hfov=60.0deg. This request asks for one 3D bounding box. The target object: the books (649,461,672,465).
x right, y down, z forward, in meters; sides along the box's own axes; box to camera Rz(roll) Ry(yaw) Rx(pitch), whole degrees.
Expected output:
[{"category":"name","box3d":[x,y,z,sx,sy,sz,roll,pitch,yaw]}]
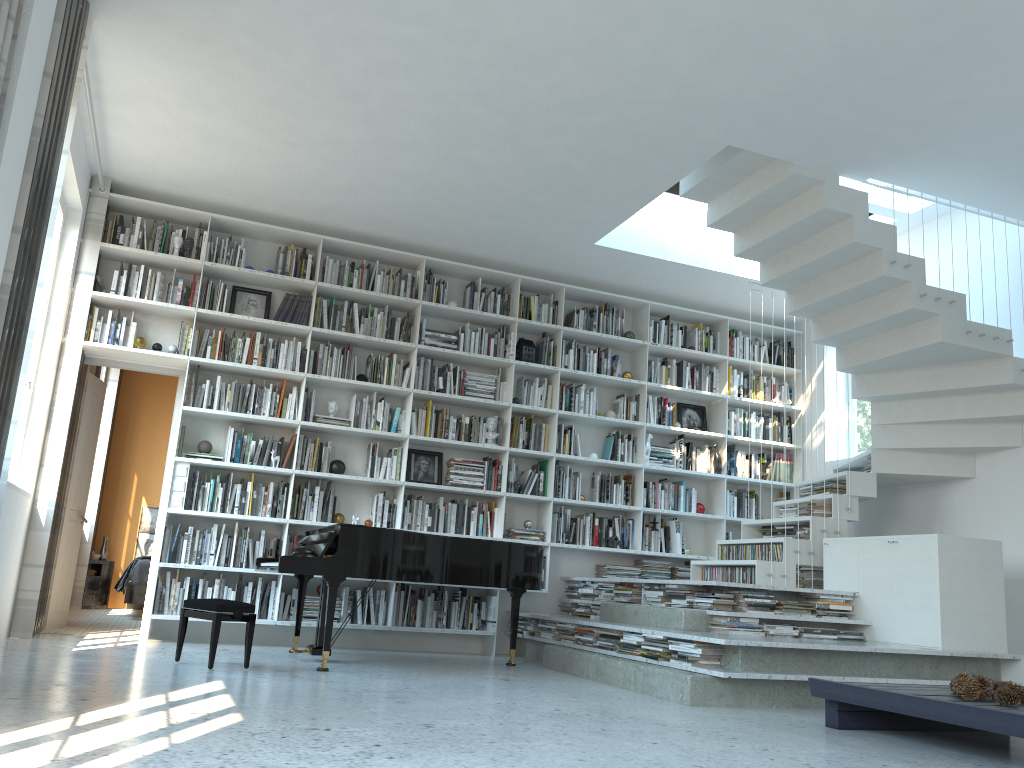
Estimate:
[{"category":"books","box3d":[1.284,0.716,7.936,0.254,0.012,0.161,8,-14,-16]}]

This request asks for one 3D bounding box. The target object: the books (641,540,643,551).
[{"category":"books","box3d":[1.103,1.362,7.759,0.033,0.213,0.140,9,-13,-20]}]

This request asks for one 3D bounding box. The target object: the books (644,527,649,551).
[{"category":"books","box3d":[1.145,1.365,7.763,0.023,0.214,0.164,9,-13,-20]}]

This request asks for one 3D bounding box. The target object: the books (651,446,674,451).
[{"category":"books","box3d":[1.294,0.588,7.970,0.285,0.012,0.160,9,-14,-22]}]

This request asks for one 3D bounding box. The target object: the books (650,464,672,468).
[{"category":"books","box3d":[1.282,0.740,7.931,0.254,0.012,0.161,10,-14,-24]}]

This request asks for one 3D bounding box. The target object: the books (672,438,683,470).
[{"category":"books","box3d":[1.492,0.650,8.014,0.011,0.299,0.184,9,-13,-20]}]

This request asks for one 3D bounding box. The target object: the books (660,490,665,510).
[{"category":"books","box3d":[1.291,1.040,7.864,0.028,0.181,0.186,9,-13,-20]}]

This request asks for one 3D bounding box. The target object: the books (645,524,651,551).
[{"category":"books","box3d":[1.168,1.352,7.762,0.015,0.243,0.157,9,-13,-20]}]

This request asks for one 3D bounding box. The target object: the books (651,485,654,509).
[{"category":"books","box3d":[1.210,1.007,7.840,0.011,0.222,0.163,9,-13,-20]}]

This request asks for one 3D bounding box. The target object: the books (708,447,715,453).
[{"category":"books","box3d":[1.845,0.722,8.180,0.029,0.283,0.139,9,-13,-20]}]

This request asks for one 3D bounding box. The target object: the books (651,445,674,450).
[{"category":"books","box3d":[1.295,0.577,7.973,0.285,0.012,0.160,8,-14,-18]}]

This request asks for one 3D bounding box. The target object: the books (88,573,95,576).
[{"category":"books","box3d":[-4.751,2.111,9.870,0.128,0.030,0.182,4,-13,1]}]

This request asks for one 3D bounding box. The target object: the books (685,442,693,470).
[{"category":"books","box3d":[1.570,0.674,8.053,0.059,0.281,0.167,9,-13,-20]}]

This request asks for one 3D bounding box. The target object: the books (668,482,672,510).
[{"category":"books","box3d":[1.364,1.009,7.890,0.012,0.261,0.186,9,-13,-20]}]

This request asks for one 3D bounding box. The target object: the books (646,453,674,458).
[{"category":"books","box3d":[1.291,0.646,7.955,0.285,0.012,0.160,10,-14,-23]}]

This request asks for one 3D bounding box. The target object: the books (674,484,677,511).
[{"category":"books","box3d":[1.420,1.025,7.913,0.014,0.248,0.177,9,-13,-20]}]

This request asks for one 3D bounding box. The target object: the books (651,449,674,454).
[{"category":"books","box3d":[1.293,0.612,7.965,0.285,0.012,0.160,8,-14,-18]}]

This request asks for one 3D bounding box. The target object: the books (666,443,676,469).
[{"category":"books","box3d":[1.434,0.668,8.005,0.012,0.253,0.161,9,-13,-20]}]

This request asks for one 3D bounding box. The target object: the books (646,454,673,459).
[{"category":"books","box3d":[1.292,0.657,7.949,0.254,0.012,0.161,8,-13,-15]}]

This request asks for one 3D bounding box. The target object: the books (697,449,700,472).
[{"category":"books","box3d":[1.668,0.718,8.108,0.028,0.234,0.129,9,-13,-20]}]

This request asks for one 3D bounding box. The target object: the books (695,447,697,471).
[{"category":"books","box3d":[1.640,0.706,8.101,0.031,0.249,0.133,9,-13,-20]}]

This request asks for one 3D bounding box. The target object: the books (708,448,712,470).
[{"category":"books","box3d":[1.779,0.722,8.137,0.024,0.254,0.145,9,-13,-20]}]

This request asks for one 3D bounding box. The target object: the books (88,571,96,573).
[{"category":"books","box3d":[-4.752,2.085,9.873,0.133,0.022,0.189,-4,-15,30]}]

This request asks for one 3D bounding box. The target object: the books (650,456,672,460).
[{"category":"books","box3d":[1.285,0.671,7.955,0.254,0.012,0.161,9,-14,-20]}]

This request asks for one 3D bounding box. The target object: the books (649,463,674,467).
[{"category":"books","box3d":[1.284,0.728,7.931,0.285,0.012,0.160,8,-13,-15]}]

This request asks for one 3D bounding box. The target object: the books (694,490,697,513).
[{"category":"books","box3d":[1.607,1.071,7.996,0.027,0.222,0.170,9,-13,-20]}]

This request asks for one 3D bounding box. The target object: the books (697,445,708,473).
[{"category":"books","box3d":[1.727,0.702,8.101,0.021,0.270,0.192,9,-13,-20]}]

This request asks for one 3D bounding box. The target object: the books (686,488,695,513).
[{"category":"books","box3d":[1.584,1.061,7.988,0.025,0.235,0.181,9,-13,-20]}]

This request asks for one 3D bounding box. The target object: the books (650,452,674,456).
[{"category":"books","box3d":[1.291,0.635,7.960,0.285,0.012,0.160,8,-14,-18]}]

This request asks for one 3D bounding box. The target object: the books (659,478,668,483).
[{"category":"books","box3d":[1.348,0.993,7.905,0.013,0.298,0.147,9,-13,-20]}]

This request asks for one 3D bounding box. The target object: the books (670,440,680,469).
[{"category":"books","box3d":[1.472,0.661,8.032,0.012,0.284,0.160,9,-13,-20]}]

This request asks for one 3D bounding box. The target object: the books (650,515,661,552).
[{"category":"books","box3d":[1.257,1.322,7.806,0.014,0.332,0.169,9,-13,-20]}]

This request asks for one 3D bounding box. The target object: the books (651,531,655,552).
[{"category":"books","box3d":[1.205,1.388,7.784,0.030,0.187,0.140,9,-13,-20]}]

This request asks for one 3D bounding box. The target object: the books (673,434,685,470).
[{"category":"books","box3d":[1.504,0.633,8.021,0.010,0.338,0.180,9,-13,-20]}]

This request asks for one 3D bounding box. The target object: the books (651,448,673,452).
[{"category":"books","box3d":[1.294,0.600,7.967,0.254,0.012,0.161,8,-14,-18]}]

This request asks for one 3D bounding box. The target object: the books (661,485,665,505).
[{"category":"books","box3d":[1.308,1.021,7.885,0.012,0.229,0.179,9,-13,-20]}]

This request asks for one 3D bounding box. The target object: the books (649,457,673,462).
[{"category":"books","box3d":[1.288,0.681,7.943,0.254,0.012,0.161,10,-14,-25]}]

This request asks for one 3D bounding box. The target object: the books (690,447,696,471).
[{"category":"books","box3d":[1.618,0.702,8.073,0.031,0.241,0.147,9,-13,-20]}]

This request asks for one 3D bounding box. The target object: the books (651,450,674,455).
[{"category":"books","box3d":[1.295,0.622,7.956,0.285,0.012,0.160,10,-14,-25]}]

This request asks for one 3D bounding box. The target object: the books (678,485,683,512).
[{"category":"books","box3d":[1.471,1.036,7.932,0.023,0.243,0.190,9,-13,-20]}]

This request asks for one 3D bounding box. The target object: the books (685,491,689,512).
[{"category":"books","box3d":[1.526,1.067,7.956,0.030,0.200,0.190,9,-13,-20]}]

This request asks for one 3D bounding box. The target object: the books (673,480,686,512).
[{"category":"books","box3d":[1.495,1.018,7.949,0.026,0.289,0.181,9,-13,-20]}]

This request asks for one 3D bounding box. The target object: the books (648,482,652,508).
[{"category":"books","box3d":[1.190,0.996,7.848,0.024,0.246,0.143,9,-13,-20]}]

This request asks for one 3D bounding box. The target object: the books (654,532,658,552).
[{"category":"books","box3d":[1.233,1.392,7.787,0.024,0.184,0.149,9,-13,-20]}]

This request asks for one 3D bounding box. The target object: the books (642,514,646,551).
[{"category":"books","box3d":[1.129,1.310,7.778,0.013,0.326,0.131,9,-13,-20]}]

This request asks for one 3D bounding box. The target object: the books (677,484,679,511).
[{"category":"books","box3d":[1.446,1.033,7.950,0.012,0.253,0.161,9,-13,-20]}]

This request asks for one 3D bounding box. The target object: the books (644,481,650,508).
[{"category":"books","box3d":[1.161,0.990,7.825,0.047,0.243,0.177,9,-13,-20]}]

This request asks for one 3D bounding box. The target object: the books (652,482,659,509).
[{"category":"books","box3d":[1.237,0.999,7.847,0.045,0.245,0.186,9,-13,-20]}]

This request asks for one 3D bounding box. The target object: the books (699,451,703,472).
[{"category":"books","box3d":[1.695,0.731,8.109,0.025,0.212,0.155,9,-13,-20]}]

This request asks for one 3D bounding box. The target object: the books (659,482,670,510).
[{"category":"books","box3d":[1.336,1.007,7.874,0.028,0.254,0.191,9,-13,-20]}]

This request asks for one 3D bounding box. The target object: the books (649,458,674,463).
[{"category":"books","box3d":[1.285,0.694,7.946,0.285,0.012,0.160,9,-14,-22]}]

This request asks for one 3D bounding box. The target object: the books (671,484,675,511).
[{"category":"books","box3d":[1.394,1.027,7.924,0.026,0.246,0.166,9,-13,-20]}]

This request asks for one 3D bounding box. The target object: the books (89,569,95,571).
[{"category":"books","box3d":[-4.754,2.070,9.886,0.133,0.012,0.189,5,-13,-3]}]

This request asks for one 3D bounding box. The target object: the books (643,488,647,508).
[{"category":"books","box3d":[1.133,1.016,7.813,0.022,0.183,0.163,9,-13,-20]}]

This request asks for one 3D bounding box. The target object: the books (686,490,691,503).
[{"category":"books","box3d":[1.551,1.066,7.983,0.037,0.218,0.139,9,-13,-20]}]

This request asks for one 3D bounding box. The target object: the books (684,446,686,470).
[{"category":"books","box3d":[1.516,0.687,8.024,0.030,0.236,0.179,9,-13,-20]}]

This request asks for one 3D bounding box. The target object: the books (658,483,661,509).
[{"category":"books","box3d":[1.264,1.010,7.872,0.026,0.238,0.177,9,-13,-20]}]

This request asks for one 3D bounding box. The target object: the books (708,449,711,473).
[{"category":"books","box3d":[1.754,0.722,8.111,0.041,0.238,0.177,9,-13,-20]}]

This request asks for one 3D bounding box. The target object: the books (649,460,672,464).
[{"category":"books","box3d":[1.283,0.705,7.943,0.254,0.012,0.161,8,-14,-18]}]
